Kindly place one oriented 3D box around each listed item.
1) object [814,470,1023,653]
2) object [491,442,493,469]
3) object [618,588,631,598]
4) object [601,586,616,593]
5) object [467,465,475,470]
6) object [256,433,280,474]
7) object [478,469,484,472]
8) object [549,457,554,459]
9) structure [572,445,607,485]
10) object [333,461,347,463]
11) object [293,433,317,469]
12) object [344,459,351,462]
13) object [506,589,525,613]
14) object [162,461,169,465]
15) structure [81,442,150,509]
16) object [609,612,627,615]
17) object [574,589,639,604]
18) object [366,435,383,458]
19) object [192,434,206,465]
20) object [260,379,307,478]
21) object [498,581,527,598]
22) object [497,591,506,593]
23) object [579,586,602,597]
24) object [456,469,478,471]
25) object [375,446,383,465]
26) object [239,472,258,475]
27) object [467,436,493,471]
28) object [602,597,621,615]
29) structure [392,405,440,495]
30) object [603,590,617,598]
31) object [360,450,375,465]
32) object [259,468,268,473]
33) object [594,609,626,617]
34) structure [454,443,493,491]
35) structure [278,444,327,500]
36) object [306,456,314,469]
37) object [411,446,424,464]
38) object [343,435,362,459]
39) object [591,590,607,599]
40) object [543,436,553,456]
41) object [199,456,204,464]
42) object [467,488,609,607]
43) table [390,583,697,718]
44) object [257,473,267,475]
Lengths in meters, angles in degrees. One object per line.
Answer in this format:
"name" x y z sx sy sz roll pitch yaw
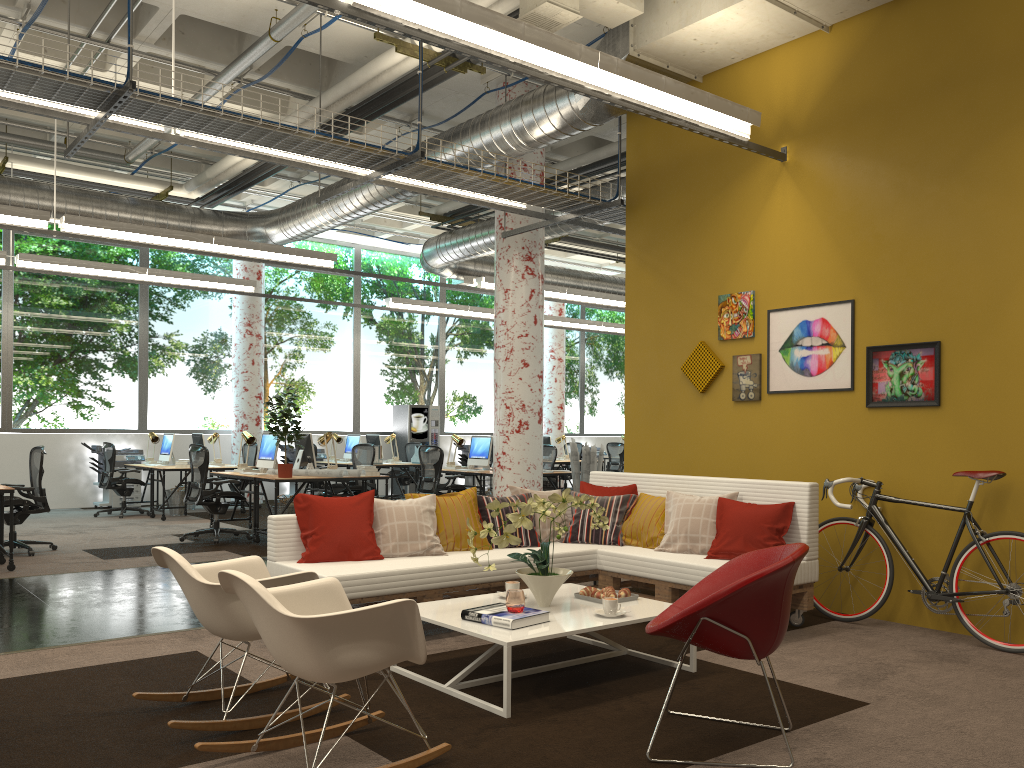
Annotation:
"object" 2.546 1.045 5.521 0.402 1.039 1.737 1 -2 -32
"object" -0.176 1.003 12.948 0.190 0.485 0.484 1 -2 -38
"object" 0.620 1.157 4.886 0.072 0.062 0.136 0 -3 9
"object" 0.546 1.161 4.956 0.064 0.055 0.121 1 -3 -16
"object" -0.591 1.125 12.716 0.101 0.209 0.101 0 -1 7
"object" -2.840 0.817 10.414 0.190 0.485 0.484 1 -2 -38
"object" -0.421 1.175 12.034 0.106 0.029 0.059 3 -4 -37
"object" 0.801 1.439 18.020 0.101 0.209 0.101 0 -1 7
"structure" 1.814 1.913 20.873 1.058 1.057 0.503 2 -1 -38
"object" -2.927 1.345 15.193 0.118 0.017 0.439 3 -4 -38
"object" -2.588 0.849 10.948 0.190 0.485 0.484 1 -2 -38
"object" -2.899 1.274 15.614 0.101 0.209 0.101 0 -1 7
"object" 0.016 1.048 4.269 0.094 0.106 0.094 0 -2 12
"object" -5.347 1.144 13.672 0.101 0.209 0.101 0 -1 7
"structure" -6.389 1.479 14.363 1.058 1.057 0.503 2 -1 -38
"object" 0.536 1.139 4.388 0.132 0.011 0.028 2 -3 -21
"object" 0.520 1.173 4.890 0.267 0.026 0.267 3 -4 -38
"object" -2.484 1.152 15.846 0.190 0.485 0.484 1 -2 -38
"object" -4.932 1.023 13.904 0.190 0.485 0.484 1 -2 -38
"object" -2.476 0.477 9.597 0.514 1.077 0.439 0 -1 42
"object" 0.003 1.137 4.899 0.160 0.090 0.160 1 -3 -14
"object" -0.018 1.167 4.955 0.132 0.011 0.028 0 -3 6
"object" 0.430 1.156 4.920 0.135 0.061 0.072 1 -2 -18
"object" -0.619 1.196 12.295 0.118 0.017 0.439 3 -4 -38
"object" -2.262 1.173 14.576 0.150 0.302 0.281 1 -2 -38
"object" -3.032 1.041 10.296 0.118 0.017 0.439 3 -4 -38
"object" -0.427 0.971 12.414 0.190 0.485 0.484 1 -2 -38
"object" 0.495 1.112 4.429 0.086 0.085 0.079 1 -2 -10
"structure" -1.936 1.338 17.896 0.750 1.810 0.638 1 -1 -38
"object" 0.539 1.153 4.823 0.064 0.055 0.121 1 -3 -16
"object" -2.378 1.167 14.485 0.150 0.302 0.281 1 -2 -38
"object" -2.751 1.319 10.444 0.104 0.933 0.848 1 -1 -43
"object" 0.491 1.149 4.428 0.160 0.020 0.161 0 -3 16
"structure" -0.731 1.778 18.855 1.058 1.057 0.503 2 -1 -38
"structure" -3.854 1.613 16.378 1.058 1.057 0.503 2 -1 -38
"object" -2.427 0.971 10.645 0.101 0.209 0.101 0 -1 7
"object" -1.586 1.209 15.113 0.150 0.302 0.281 1 -2 -38
"object" -2.921 1.494 15.544 0.191 1.208 1.078 1 -1 -38
"object" 0.464 1.151 4.821 0.070 0.060 0.131 1 -3 -16
"object" 0.639 1.317 18.323 0.190 0.485 0.484 1 -2 -38
"object" -4.770 1.145 13.601 0.101 0.209 0.101 0 -1 7
"object" 0.153 0.863 4.677 0.788 0.615 0.417 1 -2 -26
"table" 0.166 1.332 4.621 1.263 0.330 0.985 3 -4 -38
"object" -2.833 1.021 10.034 0.106 0.029 0.059 3 -4 -37
